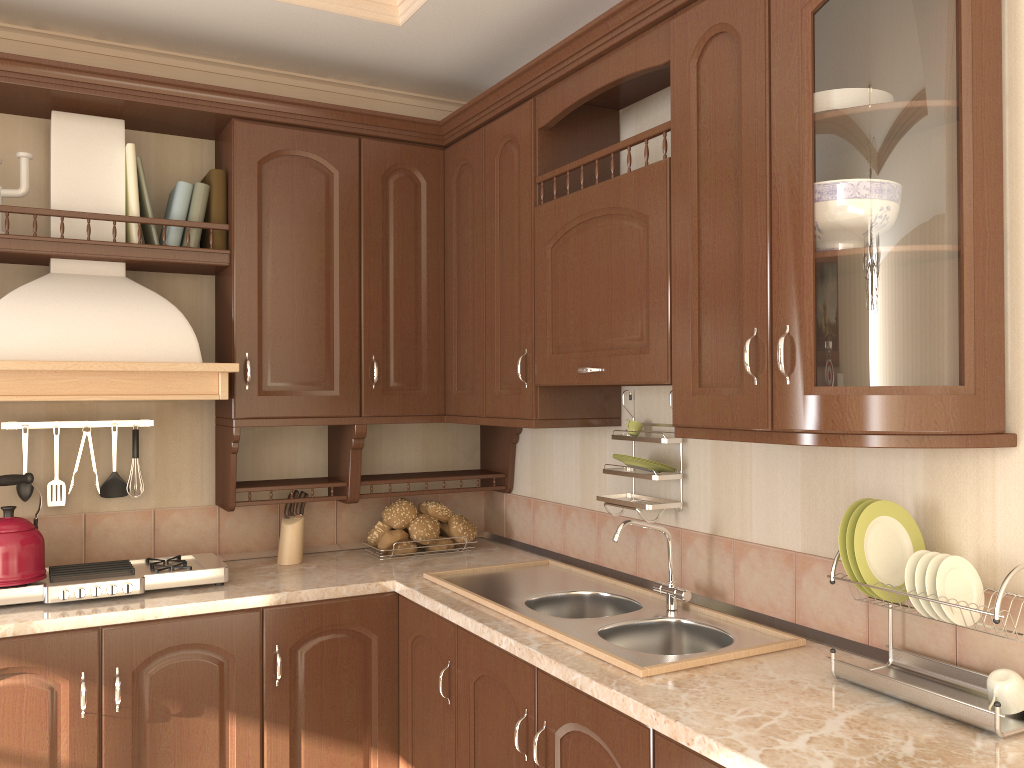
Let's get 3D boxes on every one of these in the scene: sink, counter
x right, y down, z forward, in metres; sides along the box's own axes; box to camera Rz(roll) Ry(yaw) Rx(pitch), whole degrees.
[{"bbox_3d":[0.188,0.510,2.302,0.448,0.348,1.077,0,-1,-29],"label":"sink"},{"bbox_3d":[-0.670,0.594,1.753,2.603,0.034,2.422,0,-1,-29],"label":"counter"}]

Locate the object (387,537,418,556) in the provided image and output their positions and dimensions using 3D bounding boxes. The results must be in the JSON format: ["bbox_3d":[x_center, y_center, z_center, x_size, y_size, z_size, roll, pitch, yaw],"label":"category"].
[{"bbox_3d":[-0.382,0.559,3.068,0.119,0.058,0.114,-1,-1,26],"label":"object"}]

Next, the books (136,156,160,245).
[{"bbox_3d":[-1.142,-0.548,2.756,0.068,0.271,0.194,0,-1,-29],"label":"books"}]

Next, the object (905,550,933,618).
[{"bbox_3d":[0.759,0.365,1.618,0.123,0.119,0.034,0,-1,-29],"label":"object"}]

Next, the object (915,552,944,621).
[{"bbox_3d":[0.769,0.364,1.599,0.123,0.119,0.034,0,-1,-27],"label":"object"}]

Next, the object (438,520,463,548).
[{"bbox_3d":[-0.222,0.536,3.185,0.091,0.100,0.125,0,-1,-33],"label":"object"}]

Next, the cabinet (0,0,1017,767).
[{"bbox_3d":[-0.941,0.256,1.621,3.226,2.313,2.436,0,-1,-29],"label":"cabinet"}]

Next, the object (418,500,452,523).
[{"bbox_3d":[-0.274,0.453,3.152,0.112,0.078,0.125,0,-1,-34],"label":"object"}]

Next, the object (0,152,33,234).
[{"bbox_3d":[-1.481,-0.537,2.514,0.174,0.248,0.163,0,-1,24],"label":"object"}]

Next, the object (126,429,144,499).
[{"bbox_3d":[-1.194,0.253,2.812,0.049,0.219,0.049,-1,-1,39],"label":"object"}]

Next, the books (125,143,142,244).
[{"bbox_3d":[-1.173,-0.566,2.732,0.042,0.305,0.194,0,-1,-29],"label":"books"}]

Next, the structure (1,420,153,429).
[{"bbox_3d":[-1.336,0.125,2.744,0.422,0.020,0.008,0,-1,-29],"label":"structure"}]

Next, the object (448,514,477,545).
[{"bbox_3d":[-0.177,0.513,3.131,0.097,0.106,0.117,0,-1,17],"label":"object"}]

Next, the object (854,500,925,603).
[{"bbox_3d":[0.721,0.318,1.691,0.193,0.188,0.047,0,-1,-28],"label":"object"}]

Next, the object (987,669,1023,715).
[{"bbox_3d":[0.856,0.527,1.524,0.073,0.072,0.085,-1,-1,25],"label":"object"}]

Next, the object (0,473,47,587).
[{"bbox_3d":[-1.344,0.383,2.349,0.181,0.282,0.227,0,-1,-6],"label":"object"}]

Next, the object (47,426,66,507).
[{"bbox_3d":[-1.390,0.251,2.705,0.051,0.245,0.003,0,-1,-29],"label":"object"}]

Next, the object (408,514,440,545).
[{"bbox_3d":[-0.304,0.501,3.062,0.110,0.102,0.115,0,-1,0],"label":"object"}]

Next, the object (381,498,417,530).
[{"bbox_3d":[-0.389,0.450,3.070,0.118,0.105,0.100,0,-1,-34],"label":"object"}]

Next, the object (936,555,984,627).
[{"bbox_3d":[0.789,0.364,1.562,0.123,0.119,0.034,0,-1,-29],"label":"object"}]

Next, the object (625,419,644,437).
[{"bbox_3d":[0.352,0.125,2.525,0.044,0.051,0.049,-1,-1,30],"label":"object"}]

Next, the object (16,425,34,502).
[{"bbox_3d":[-1.462,0.238,2.663,0.048,0.231,0.015,0,-1,-27],"label":"object"}]

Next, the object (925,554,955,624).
[{"bbox_3d":[0.779,0.364,1.581,0.123,0.119,0.034,0,-1,-29],"label":"object"}]

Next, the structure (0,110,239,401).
[{"bbox_3d":[-1.226,-0.375,2.575,0.753,0.845,0.455,0,-1,-29],"label":"structure"}]

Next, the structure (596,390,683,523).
[{"bbox_3d":[0.353,0.197,2.476,0.131,0.361,0.256,0,-1,-29],"label":"structure"}]

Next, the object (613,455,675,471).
[{"bbox_3d":[0.361,0.217,2.430,0.167,0.051,0.174,0,-1,-29],"label":"object"}]

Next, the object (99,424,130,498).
[{"bbox_3d":[-1.253,0.242,2.794,0.088,0.236,0.028,0,-1,-29],"label":"object"}]

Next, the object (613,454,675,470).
[{"bbox_3d":[0.362,0.214,2.431,0.167,0.051,0.174,0,-1,-29],"label":"object"}]

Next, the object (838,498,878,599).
[{"bbox_3d":[0.704,0.318,1.723,0.193,0.188,0.047,0,-1,-28],"label":"object"}]

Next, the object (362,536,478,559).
[{"bbox_3d":[-0.321,0.560,3.108,0.364,0.060,0.199,0,-1,-29],"label":"object"}]

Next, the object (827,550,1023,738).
[{"bbox_3d":[0.768,0.431,1.601,0.172,0.275,0.359,0,-1,-28],"label":"object"}]

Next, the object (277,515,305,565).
[{"bbox_3d":[-0.727,0.514,2.949,0.078,0.148,0.151,0,-1,9],"label":"object"}]

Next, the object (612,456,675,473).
[{"bbox_3d":[0.360,0.220,2.430,0.167,0.051,0.174,0,-1,-29],"label":"object"}]

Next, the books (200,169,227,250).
[{"bbox_3d":[-0.957,-0.539,2.844,0.052,0.254,0.205,0,-1,-29],"label":"books"}]

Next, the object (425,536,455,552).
[{"bbox_3d":[-0.256,0.560,3.117,0.103,0.060,0.105,0,-1,-34],"label":"object"}]

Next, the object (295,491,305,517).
[{"bbox_3d":[-0.712,0.457,2.951,0.027,0.198,0.053,-1,-1,45],"label":"object"}]

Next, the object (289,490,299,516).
[{"bbox_3d":[-0.737,0.452,2.973,0.027,0.191,0.052,0,-1,17],"label":"object"}]

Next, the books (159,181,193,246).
[{"bbox_3d":[-1.062,-0.517,2.793,0.086,0.209,0.205,0,-1,-29],"label":"books"}]

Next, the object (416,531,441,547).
[{"bbox_3d":[-0.307,0.537,3.149,0.098,0.094,0.114,-1,-1,41],"label":"object"}]

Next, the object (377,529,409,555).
[{"bbox_3d":[-0.407,0.539,3.030,0.104,0.092,0.114,0,-1,18],"label":"object"}]

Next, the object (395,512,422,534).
[{"bbox_3d":[-0.363,0.493,3.144,0.110,0.092,0.113,0,-1,23],"label":"object"}]

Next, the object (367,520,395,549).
[{"bbox_3d":[-0.452,0.522,3.085,0.092,0.109,0.123,-1,-1,29],"label":"object"}]

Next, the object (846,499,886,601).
[{"bbox_3d":[0.713,0.318,1.707,0.193,0.188,0.047,0,-1,-28],"label":"object"}]

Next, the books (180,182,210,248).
[{"bbox_3d":[-1.013,-0.516,2.810,0.080,0.209,0.205,0,-1,-29],"label":"books"}]

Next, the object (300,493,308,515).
[{"bbox_3d":[-0.709,0.448,2.989,0.022,0.159,0.050,-1,-1,31],"label":"object"}]

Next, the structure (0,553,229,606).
[{"bbox_3d":[-1.179,0.548,2.491,0.710,0.054,0.325,0,-1,-29],"label":"structure"}]

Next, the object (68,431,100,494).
[{"bbox_3d":[-1.322,0.244,2.742,0.089,0.195,0.005,0,-1,-29],"label":"object"}]

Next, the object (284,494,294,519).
[{"bbox_3d":[-0.748,0.462,2.945,0.027,0.198,0.053,-1,-1,45],"label":"object"}]
